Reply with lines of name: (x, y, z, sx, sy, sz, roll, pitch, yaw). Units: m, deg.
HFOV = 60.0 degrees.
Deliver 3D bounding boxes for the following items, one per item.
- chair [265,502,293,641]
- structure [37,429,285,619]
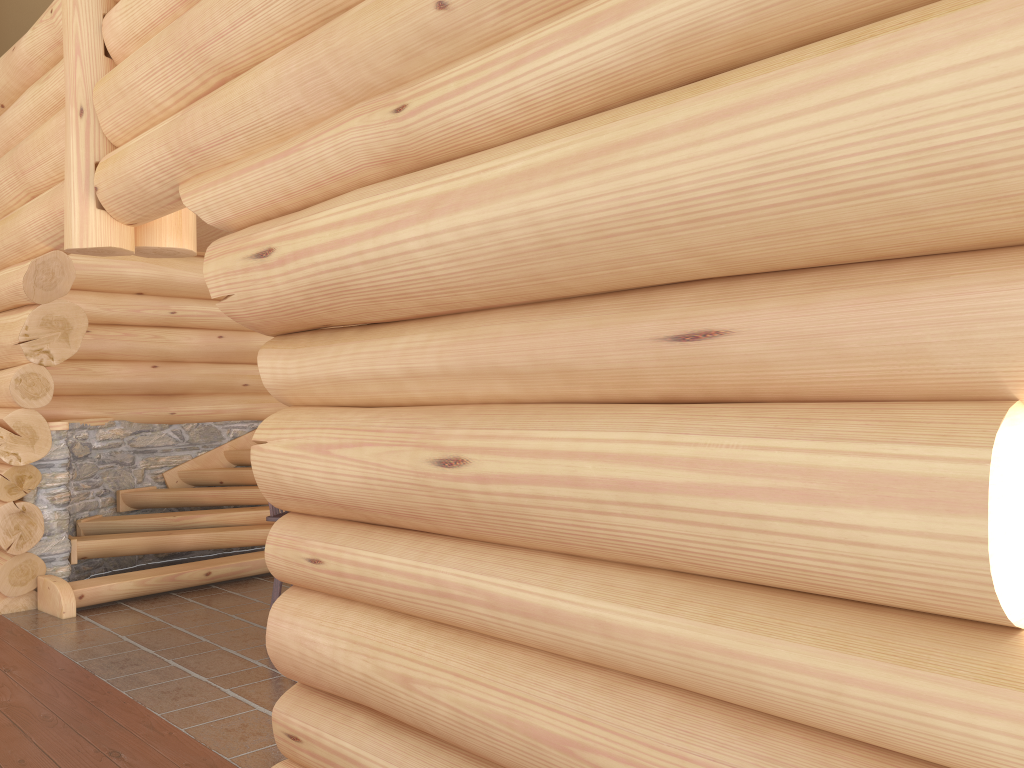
chair: (-1.469, 1.105, 6.201, 0.504, 1.319, 0.406, -1, -1, 15)
structure: (-3.015, 1.010, 8.815, 1.951, 1.643, 3.604, -2, -1, 41)
